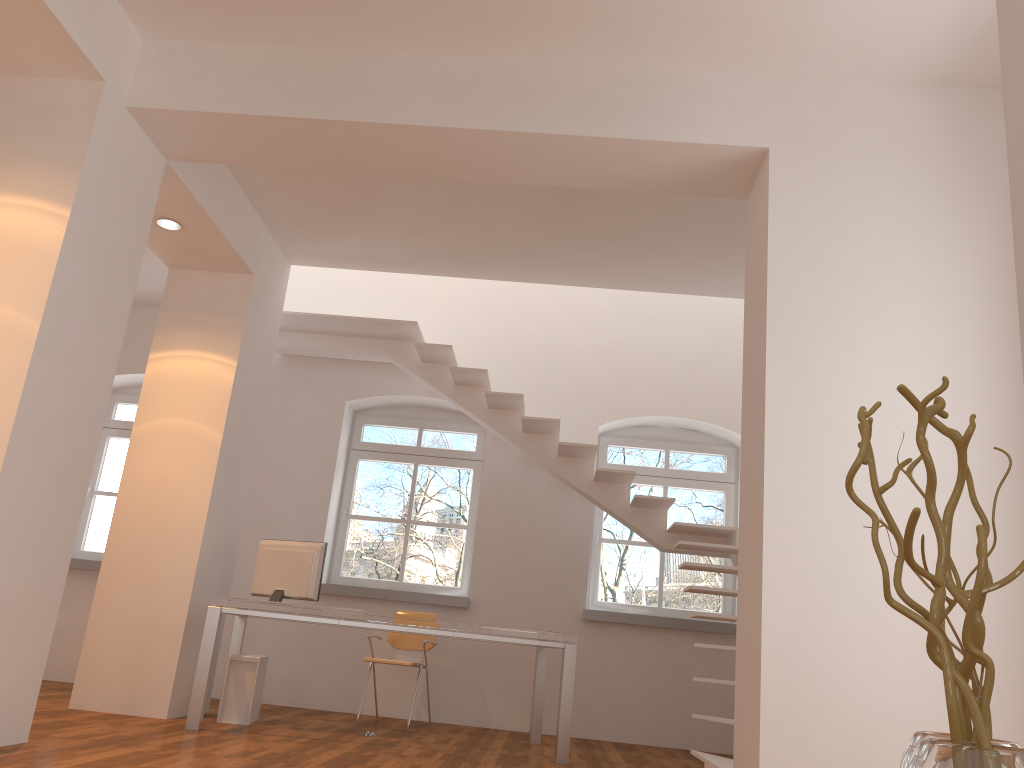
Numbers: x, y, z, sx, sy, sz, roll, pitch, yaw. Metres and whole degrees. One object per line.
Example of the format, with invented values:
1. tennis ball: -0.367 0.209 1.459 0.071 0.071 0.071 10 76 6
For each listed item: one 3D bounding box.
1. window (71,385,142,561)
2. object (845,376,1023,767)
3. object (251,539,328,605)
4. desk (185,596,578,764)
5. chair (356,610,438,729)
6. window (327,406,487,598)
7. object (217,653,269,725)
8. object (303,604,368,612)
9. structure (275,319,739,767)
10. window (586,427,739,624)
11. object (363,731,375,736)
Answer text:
1. window: -3.315 0.843 8.271 1.308 1.737 0.142 5 -17 4
2. object: 0.708 0.551 1.428 0.284 1.112 0.655 -2 -18 24
3. object: -1.500 1.223 5.784 0.516 0.418 0.245 -5 -20 32
4. desk: -0.802 1.913 5.801 2.239 0.750 1.092 8 -17 -6
5. chair: -0.853 2.139 6.728 0.495 0.829 0.464 0 -18 18
6. window: -0.921 1.041 8.112 1.308 1.737 0.142 5 -17 4
7. object: -1.778 2.020 5.886 0.200 0.422 0.474 8 -17 -6
8. object: -1.220 1.555 6.111 0.467 0.031 0.200 2 -17 13
9. structure: -0.031 0.848 5.963 4.630 3.042 3.450 5 -17 4
10. window: 1.359 1.229 7.961 1.308 1.737 0.142 5 -17 4
11. object: -0.928 2.272 5.758 0.054 0.035 0.115 2 -17 13
